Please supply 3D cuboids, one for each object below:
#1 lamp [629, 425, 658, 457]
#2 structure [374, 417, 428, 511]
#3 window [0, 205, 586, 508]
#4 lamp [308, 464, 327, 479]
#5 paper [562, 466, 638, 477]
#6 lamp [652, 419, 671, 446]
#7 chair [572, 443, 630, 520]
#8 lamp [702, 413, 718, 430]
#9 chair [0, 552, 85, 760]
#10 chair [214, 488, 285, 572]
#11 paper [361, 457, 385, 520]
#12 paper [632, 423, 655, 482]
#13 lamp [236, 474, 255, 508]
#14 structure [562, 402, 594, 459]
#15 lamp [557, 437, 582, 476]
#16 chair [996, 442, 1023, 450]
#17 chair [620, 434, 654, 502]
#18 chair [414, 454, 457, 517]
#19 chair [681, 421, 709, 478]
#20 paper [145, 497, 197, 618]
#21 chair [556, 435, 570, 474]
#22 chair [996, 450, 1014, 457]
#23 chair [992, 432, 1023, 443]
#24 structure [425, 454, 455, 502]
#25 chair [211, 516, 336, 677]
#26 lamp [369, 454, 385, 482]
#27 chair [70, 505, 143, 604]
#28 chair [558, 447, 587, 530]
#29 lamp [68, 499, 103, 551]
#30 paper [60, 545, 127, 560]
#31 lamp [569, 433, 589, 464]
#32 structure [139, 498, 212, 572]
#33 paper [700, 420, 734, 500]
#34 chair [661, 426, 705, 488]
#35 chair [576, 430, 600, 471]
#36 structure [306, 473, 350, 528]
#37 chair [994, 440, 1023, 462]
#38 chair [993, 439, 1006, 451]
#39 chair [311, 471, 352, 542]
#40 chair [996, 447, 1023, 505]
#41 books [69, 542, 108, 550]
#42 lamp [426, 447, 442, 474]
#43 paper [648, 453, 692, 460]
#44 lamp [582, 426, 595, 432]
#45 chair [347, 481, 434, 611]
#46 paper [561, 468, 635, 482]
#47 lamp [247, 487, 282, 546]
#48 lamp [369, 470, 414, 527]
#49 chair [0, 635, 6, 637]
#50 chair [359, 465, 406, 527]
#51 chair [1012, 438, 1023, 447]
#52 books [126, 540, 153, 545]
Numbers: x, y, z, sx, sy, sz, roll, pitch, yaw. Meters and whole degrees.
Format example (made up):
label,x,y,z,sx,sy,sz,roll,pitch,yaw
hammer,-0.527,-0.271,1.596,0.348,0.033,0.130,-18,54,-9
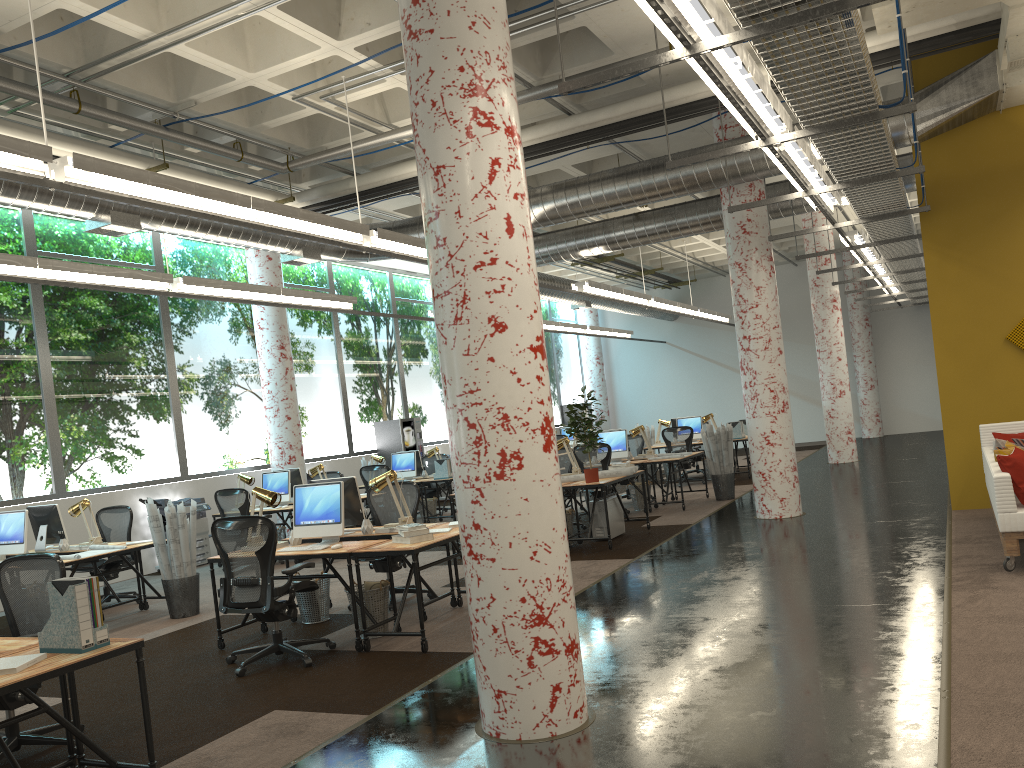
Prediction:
label,x,y,z,sx,sy,sz,roll,pitch,yaw
lamp,2.056,0.925,13.532,0.208,0.611,0.529,-7,0,-44
structure,-2.151,1.603,17.498,0.639,1.811,0.748,-6,0,26
window,-3.681,-0.488,15.670,0.050,3.762,26.149,-6,-2,26
lamp,-2.628,1.421,12.396,0.208,0.611,0.529,-7,0,-44
paper,0.922,1.057,10.276,1.133,0.082,0.083,-6,-1,-9
lamp,2.810,0.980,16.888,0.218,0.611,0.529,-7,0,-44
chair,1.229,1.370,12.608,0.771,1.086,0.791,-7,0,10
lamp,3.917,0.858,17.048,0.218,0.611,0.529,-7,0,-44
chair,-2.739,1.502,4.827,0.771,1.086,0.791,-7,0,10
chair,-3.455,1.865,11.472,0.771,1.086,0.791,-7,0,10
paper,-2.466,1.880,15.942,0.441,1.198,0.412,-7,0,4
paper,2.686,1.360,17.798,0.441,1.198,0.412,-7,0,4
lamp,-3.731,1.542,12.240,0.218,0.611,0.529,-7,0,-44
structure,2.000,1.474,25.839,0.639,1.811,0.748,-6,0,26
lamp,0.719,0.939,10.702,0.208,0.611,0.529,-7,0,-44
chair,4.483,0.716,7.723,0.342,0.408,0.522,-7,-1,42
chair,1.872,1.368,14.313,0.771,1.086,0.791,-7,0,10
chair,-1.423,1.820,15.969,0.771,1.086,0.791,-7,0,10
chair,3.729,1.300,17.825,0.771,1.086,0.791,-7,0,10
paper,-3.285,1.666,8.639,0.441,1.198,0.412,-7,0,4
chair,1.152,1.722,20.728,0.771,1.086,0.791,-7,0,10
chair,4.089,0.716,7.001,0.523,0.401,0.332,-5,-1,-45
chair,4.950,0.651,8.508,0.534,0.437,0.287,-7,0,-1
structure,-1.423,1.956,18.882,0.504,1.058,1.055,-7,-1,26
chair,-1.766,1.455,6.377,0.771,1.086,0.791,-7,0,10
lamp,-2.338,1.498,15.036,0.208,0.611,0.529,-7,0,-44
chair,-4.495,1.915,9.795,0.771,1.086,0.791,-7,0,10
chair,0.535,1.381,11.483,0.771,1.086,0.791,-7,0,10
lamp,-4.311,1.473,9.015,0.208,0.611,0.529,-7,0,-44
paper,-4.055,1.597,8.415,0.569,0.061,0.625,-8,-3,24
lamp,0.956,1.046,13.380,0.208,0.611,0.529,-7,0,-44
structure,-4.634,2.056,12.425,0.504,1.058,1.055,-7,-1,26
paper,3.082,1.119,13.156,0.441,1.198,0.412,-7,0,4
chair,3.086,1.303,16.120,0.771,1.086,0.791,-7,0,10
chair,1.794,1.719,22.433,0.771,1.086,0.791,-7,0,10
structure,-3.196,2.011,15.320,0.504,1.058,1.055,-7,-1,26
chair,4.230,0.697,7.355,0.317,0.438,0.545,-7,-1,39
chair,4.601,0.689,8.123,0.335,0.438,0.544,-7,-1,32
chair,-2.812,1.863,13.177,0.771,1.086,0.791,-7,0,10
chair,3.846,0.706,6.619,0.302,0.444,0.533,-7,-1,43
books,-4.319,1.657,9.039,0.309,0.038,0.225,-8,-3,27
lamp,-1.235,1.377,15.192,0.218,0.611,0.529,-7,0,-44
paper,2.312,1.049,12.932,0.569,0.061,0.625,-8,-3,24
lamp,1.982,1.277,21.656,0.218,0.611,0.529,-7,0,-44
chair,-1.123,1.452,8.083,0.771,1.086,0.791,-7,0,10
paper,0.847,1.060,10.127,1.134,0.082,0.083,-7,-1,1
lamp,-2.042,1.131,7.146,0.218,0.611,0.529,-7,0,-44
lamp,-0.935,1.010,7.306,0.218,0.611,0.529,-7,0,-44
chair,-5.138,1.918,8.090,0.771,1.086,0.791,-7,0,10
chair,-2.066,1.822,14.264,0.771,1.086,0.791,-7,0,10
chair,4.991,0.673,8.215,0.516,0.392,0.358,-7,-1,-4
books,-3.774,1.602,8.966,0.243,0.019,0.206,-5,-3,-26
